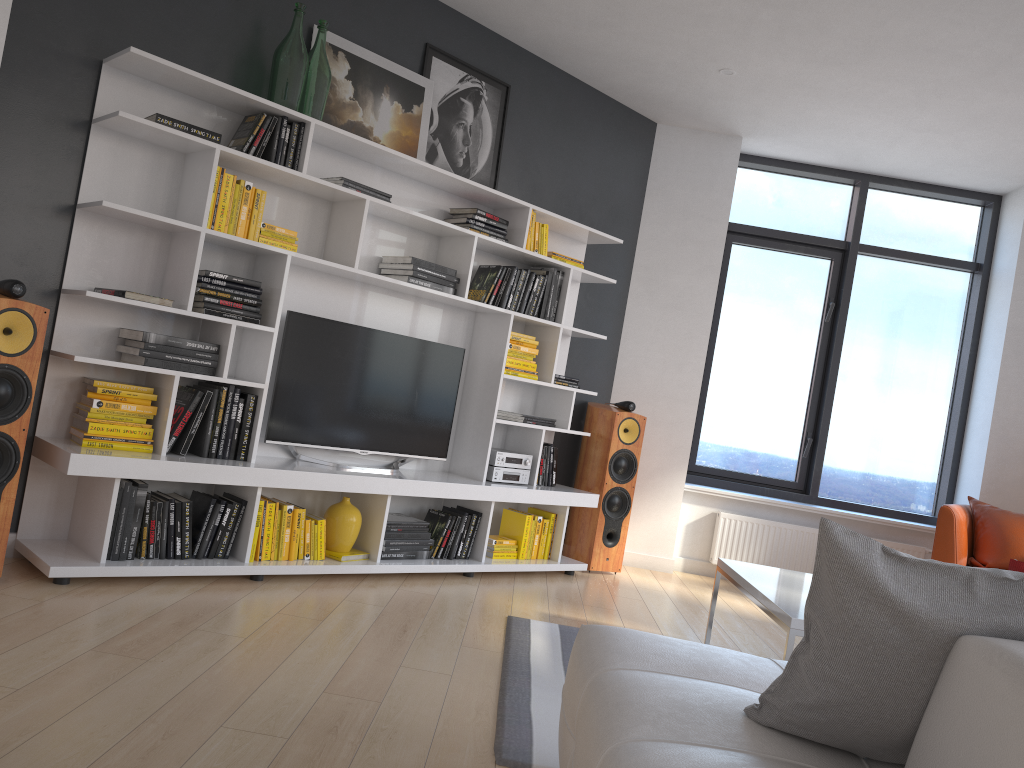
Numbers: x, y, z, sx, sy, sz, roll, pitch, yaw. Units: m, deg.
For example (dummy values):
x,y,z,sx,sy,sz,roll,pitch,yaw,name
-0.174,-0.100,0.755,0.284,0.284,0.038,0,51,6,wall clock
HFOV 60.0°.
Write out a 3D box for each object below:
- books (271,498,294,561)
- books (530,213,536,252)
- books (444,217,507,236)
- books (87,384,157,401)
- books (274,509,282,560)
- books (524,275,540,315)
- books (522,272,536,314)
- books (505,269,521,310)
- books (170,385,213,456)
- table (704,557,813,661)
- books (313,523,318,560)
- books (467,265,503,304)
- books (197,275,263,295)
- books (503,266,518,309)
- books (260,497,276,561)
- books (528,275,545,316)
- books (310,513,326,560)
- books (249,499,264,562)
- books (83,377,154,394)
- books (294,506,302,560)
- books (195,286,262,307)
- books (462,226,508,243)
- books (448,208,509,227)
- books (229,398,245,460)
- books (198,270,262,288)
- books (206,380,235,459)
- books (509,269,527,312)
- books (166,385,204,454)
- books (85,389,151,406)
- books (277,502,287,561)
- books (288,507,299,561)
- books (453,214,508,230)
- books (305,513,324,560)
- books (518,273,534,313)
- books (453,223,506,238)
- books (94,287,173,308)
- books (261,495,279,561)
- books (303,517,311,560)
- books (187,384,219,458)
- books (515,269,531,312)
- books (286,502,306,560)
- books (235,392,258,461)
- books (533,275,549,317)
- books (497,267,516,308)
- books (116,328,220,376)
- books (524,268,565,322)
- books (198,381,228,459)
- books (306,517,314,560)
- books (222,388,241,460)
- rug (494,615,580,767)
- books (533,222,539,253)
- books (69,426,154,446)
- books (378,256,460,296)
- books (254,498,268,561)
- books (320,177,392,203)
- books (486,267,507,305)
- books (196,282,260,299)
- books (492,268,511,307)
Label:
x,y,z,sx,sy,sz,roll,pitch,yaw,name
-1.076,0.662,4.062,0.185,0.252,0.055,9,-2,45,books
0.063,-0.857,5.035,0.054,0.224,0.164,11,-2,-44,books
-0.201,-0.859,4.866,0.284,0.030,0.214,11,-2,-40,books
-1.612,0.034,3.662,0.234,0.024,0.171,11,-1,-39,books
-1.101,0.670,4.019,0.156,0.230,0.042,9,-2,45,books
0.056,-0.511,5.082,0.071,0.243,0.179,11,-2,-44,books
0.029,-0.521,5.074,0.075,0.254,0.192,11,-2,-44,books
-0.052,-0.530,4.992,0.179,0.243,0.068,9,-2,45,books
-1.409,0.155,3.833,0.100,0.289,0.210,11,-2,-44,books
1.379,1.042,3.269,1.091,0.435,1.091,10,-1,2,table
-0.946,0.729,4.147,0.049,0.169,0.113,11,-2,-45,books
-0.160,-0.547,4.890,0.104,0.234,0.182,11,-2,-43,books
-1.273,-0.435,3.908,0.284,0.030,0.214,11,-1,-35,books
-0.074,-0.541,4.978,0.075,0.254,0.192,11,-2,-44,books
-1.146,0.645,3.999,0.066,0.258,0.198,11,-2,-43,books
0.076,-0.510,5.117,0.084,0.249,0.191,11,-2,-43,books
-0.925,0.720,4.198,0.046,0.193,0.149,11,-2,-43,books
-1.180,0.632,3.929,0.029,0.270,0.204,11,-2,-43,books
-1.631,0.006,3.673,0.234,0.024,0.171,11,-1,-39,books
-1.038,0.677,4.100,0.171,0.235,0.043,9,-2,45,books
-1.269,-0.383,3.888,0.284,0.030,0.214,11,-1,-35,books
-0.195,-0.807,4.847,0.284,0.030,0.214,11,-2,-40,books
-0.181,-0.911,4.856,0.209,0.030,0.266,9,-2,40,books
-1.275,0.189,3.968,0.028,0.272,0.200,11,-2,-43,books
-1.249,-0.459,3.890,0.246,0.026,0.180,11,-1,-36,books
-1.320,0.154,3.930,0.026,0.326,0.237,11,-2,-43,books
-0.028,-0.530,5.021,0.084,0.249,0.191,11,-2,-43,books
-1.458,0.149,3.810,0.142,0.284,0.232,11,-2,-44,books
-1.624,0.056,3.658,0.238,0.023,0.167,10,-1,-28,books
-1.087,0.659,4.037,0.041,0.252,0.180,11,-2,-43,books
-1.041,0.674,4.069,0.043,0.240,0.169,11,-2,-45,books
-0.175,-0.883,4.849,0.246,0.026,0.180,11,-2,-41,books
-0.936,0.718,4.175,0.067,0.193,0.148,11,-2,-43,books
0.029,-0.514,5.039,0.069,0.242,0.172,11,-2,-43,books
-0.194,-0.832,4.849,0.189,0.020,0.264,9,-2,45,books
-1.545,-0.353,3.624,0.266,0.030,0.209,9,-2,40,books
-1.123,0.646,4.019,0.038,0.267,0.202,11,-2,-43,books
-0.986,0.711,4.134,0.056,0.188,0.138,11,-2,-43,books
-1.363,0.160,3.879,0.028,0.301,0.213,11,-2,-43,books
-0.004,-0.530,5.045,0.066,0.260,0.197,11,-2,-43,books
-1.021,0.681,4.128,0.056,0.235,0.172,11,-2,-44,books
-1.246,0.183,3.997,0.051,0.297,0.230,11,-2,-43,books
0.100,-0.510,5.141,0.066,0.260,0.197,11,-2,-43,books
-0.074,-0.534,4.943,0.069,0.242,0.172,11,-2,-43,books
-1.465,-0.135,3.773,0.343,0.137,0.277,11,-2,-43,books
0.155,-0.525,5.229,0.128,0.321,0.259,11,-2,-43,books
-1.342,0.156,3.905,0.034,0.314,0.237,11,-2,-43,books
-0.966,0.715,4.143,0.046,0.187,0.134,11,-2,-44,books
-1.300,0.164,3.950,0.034,0.315,0.239,11,-2,-43,books
1.108,1.218,3.149,2.326,0.016,1.662,10,-1,1,rug
0.096,-0.828,5.040,0.054,0.180,0.132,11,-2,-43,books
-1.644,0.215,3.639,0.269,0.025,0.213,11,-2,-40,books
-0.486,-0.560,4.629,0.277,0.137,0.343,9,-2,42,books
-1.166,0.635,3.970,0.048,0.271,0.213,11,-2,-43,books
-0.774,-0.927,4.280,0.250,0.047,0.310,9,-2,42,books
-0.140,-0.542,4.916,0.096,0.234,0.187,11,-2,-43,books
-1.268,-0.408,3.890,0.264,0.020,0.189,11,-2,-40,books
-0.108,-0.537,4.928,0.081,0.233,0.169,11,-2,-44,books
